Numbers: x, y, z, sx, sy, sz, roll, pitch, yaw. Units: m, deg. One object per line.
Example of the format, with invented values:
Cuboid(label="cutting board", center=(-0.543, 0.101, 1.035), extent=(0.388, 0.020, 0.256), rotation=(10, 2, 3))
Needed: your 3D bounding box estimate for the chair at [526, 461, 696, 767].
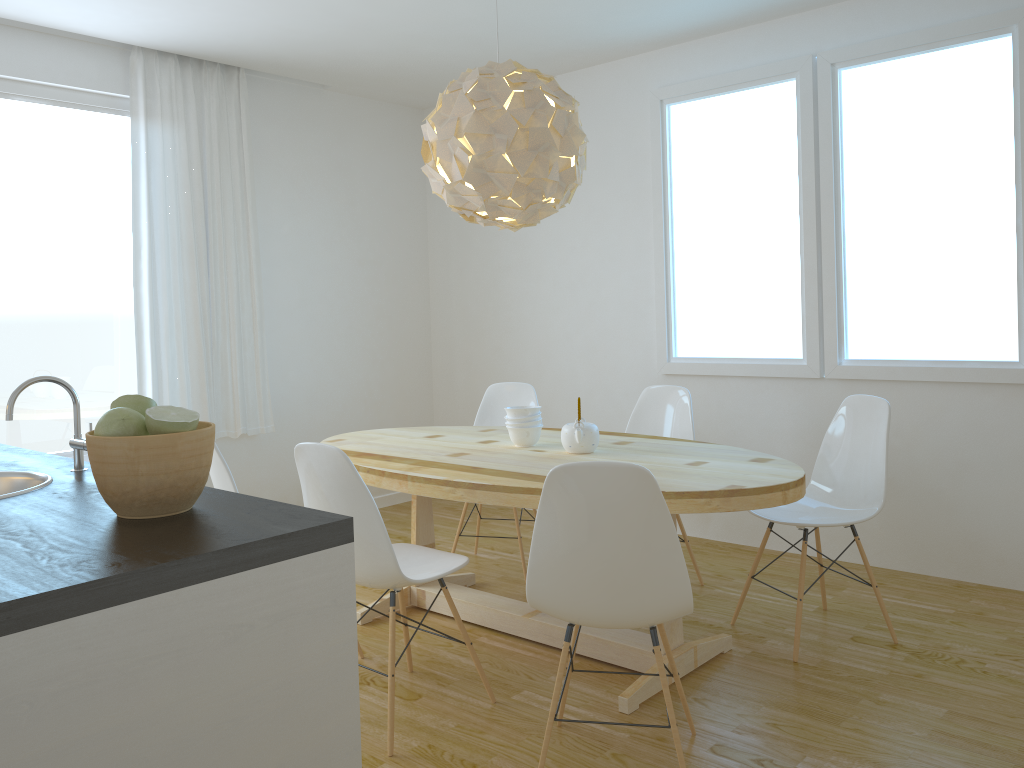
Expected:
Cuboid(label="chair", center=(0.277, 0.615, 2.413), extent=(0.430, 0.900, 0.524), rotation=(-1, 2, 12))

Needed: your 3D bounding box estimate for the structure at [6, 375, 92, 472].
Cuboid(label="structure", center=(-0.982, 0.090, 1.893), extent=(0.097, 0.215, 0.162), rotation=(0, 3, 42))

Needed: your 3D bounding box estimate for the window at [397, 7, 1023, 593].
Cuboid(label="window", center=(0.708, -0.479, 3.421), extent=(1.880, 2.050, 2.555), rotation=(1, 4, 42))

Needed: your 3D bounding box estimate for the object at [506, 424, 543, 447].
Cuboid(label="object", center=(0.053, 0.209, 3.584), extent=(0.152, 0.082, 0.152), rotation=(-2, 4, -9))

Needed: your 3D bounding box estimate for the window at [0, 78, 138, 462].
Cuboid(label="window", center=(-2.695, -0.475, 3.997), extent=(0.088, 1.915, 2.733), rotation=(-1, 3, 42))

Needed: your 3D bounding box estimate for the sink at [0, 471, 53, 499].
Cuboid(label="sink", center=(-1.135, 0.287, 1.759), extent=(0.404, 0.156, 0.405), rotation=(-2, 4, -6))

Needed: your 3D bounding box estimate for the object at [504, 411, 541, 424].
Cuboid(label="object", center=(0.045, 0.162, 3.581), extent=(0.151, 0.095, 0.152), rotation=(-4, 4, -31))

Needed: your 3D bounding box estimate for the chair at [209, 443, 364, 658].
Cuboid(label="chair", center=(-0.891, 0.576, 3.345), extent=(0.524, 0.900, 0.430), rotation=(-3, 2, -28))

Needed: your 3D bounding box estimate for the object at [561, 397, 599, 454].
Cuboid(label="object", center=(0.249, 0.156, 3.370), extent=(0.147, 0.211, 0.178), rotation=(0, 3, 41))

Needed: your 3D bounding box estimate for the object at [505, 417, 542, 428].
Cuboid(label="object", center=(0.048, 0.186, 3.582), extent=(0.151, 0.093, 0.152), rotation=(-2, 4, -9))

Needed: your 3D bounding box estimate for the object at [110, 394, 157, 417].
Cuboid(label="object", center=(-0.663, 0.052, 1.554), extent=(0.077, 0.071, 0.074), rotation=(-3, 3, -23))

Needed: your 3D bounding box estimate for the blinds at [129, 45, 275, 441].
Cuboid(label="blinds", center=(-1.681, -0.759, 4.846), extent=(0.150, 2.157, 0.796), rotation=(-1, 2, 42))

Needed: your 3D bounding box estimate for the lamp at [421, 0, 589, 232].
Cuboid(label="lamp", center=(-0.030, -1.144, 3.392), extent=(0.639, 1.133, 0.648), rotation=(0, 3, 41))

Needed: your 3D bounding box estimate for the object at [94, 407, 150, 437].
Cuboid(label="object", center=(-0.652, 0.087, 1.481), extent=(0.086, 0.098, 0.102), rotation=(-3, 3, -27))

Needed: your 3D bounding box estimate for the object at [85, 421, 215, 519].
Cuboid(label="object", center=(-0.611, 0.146, 1.509), extent=(0.205, 0.141, 0.205), rotation=(-2, 4, 3))

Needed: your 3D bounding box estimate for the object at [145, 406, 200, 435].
Cuboid(label="object", center=(-0.564, 0.071, 1.472), extent=(0.086, 0.065, 0.084), rotation=(-4, 4, -36))

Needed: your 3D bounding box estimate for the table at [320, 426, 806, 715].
Cuboid(label="table", center=(0.072, 0.623, 3.461), extent=(2.190, 0.724, 1.196), rotation=(2, 5, 40))

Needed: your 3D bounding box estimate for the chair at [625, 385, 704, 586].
Cuboid(label="chair", center=(0.578, 0.475, 4.014), extent=(0.430, 0.900, 0.524), rotation=(0, 2, 42))

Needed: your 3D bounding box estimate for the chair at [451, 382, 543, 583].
Cuboid(label="chair", center=(-0.065, 0.462, 4.424), extent=(0.430, 0.900, 0.524), rotation=(-1, 2, 17))

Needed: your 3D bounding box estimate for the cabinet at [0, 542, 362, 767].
Cuboid(label="cabinet", center=(-1.335, 0.695, 2.001), extent=(2.401, 0.908, 0.602), rotation=(2, 4, 42))

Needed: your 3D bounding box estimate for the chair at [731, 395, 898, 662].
Cuboid(label="chair", center=(1.168, 0.507, 3.399), extent=(0.523, 0.900, 0.430), rotation=(-2, 2, -18))

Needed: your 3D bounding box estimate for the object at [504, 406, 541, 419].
Cuboid(label="object", center=(0.045, 0.134, 3.583), extent=(0.152, 0.087, 0.152), rotation=(-3, 4, -20))

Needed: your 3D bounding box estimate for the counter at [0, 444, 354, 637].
Cuboid(label="counter", center=(-1.349, 0.221, 1.992), extent=(2.401, 0.040, 0.602), rotation=(2, 6, 42))
